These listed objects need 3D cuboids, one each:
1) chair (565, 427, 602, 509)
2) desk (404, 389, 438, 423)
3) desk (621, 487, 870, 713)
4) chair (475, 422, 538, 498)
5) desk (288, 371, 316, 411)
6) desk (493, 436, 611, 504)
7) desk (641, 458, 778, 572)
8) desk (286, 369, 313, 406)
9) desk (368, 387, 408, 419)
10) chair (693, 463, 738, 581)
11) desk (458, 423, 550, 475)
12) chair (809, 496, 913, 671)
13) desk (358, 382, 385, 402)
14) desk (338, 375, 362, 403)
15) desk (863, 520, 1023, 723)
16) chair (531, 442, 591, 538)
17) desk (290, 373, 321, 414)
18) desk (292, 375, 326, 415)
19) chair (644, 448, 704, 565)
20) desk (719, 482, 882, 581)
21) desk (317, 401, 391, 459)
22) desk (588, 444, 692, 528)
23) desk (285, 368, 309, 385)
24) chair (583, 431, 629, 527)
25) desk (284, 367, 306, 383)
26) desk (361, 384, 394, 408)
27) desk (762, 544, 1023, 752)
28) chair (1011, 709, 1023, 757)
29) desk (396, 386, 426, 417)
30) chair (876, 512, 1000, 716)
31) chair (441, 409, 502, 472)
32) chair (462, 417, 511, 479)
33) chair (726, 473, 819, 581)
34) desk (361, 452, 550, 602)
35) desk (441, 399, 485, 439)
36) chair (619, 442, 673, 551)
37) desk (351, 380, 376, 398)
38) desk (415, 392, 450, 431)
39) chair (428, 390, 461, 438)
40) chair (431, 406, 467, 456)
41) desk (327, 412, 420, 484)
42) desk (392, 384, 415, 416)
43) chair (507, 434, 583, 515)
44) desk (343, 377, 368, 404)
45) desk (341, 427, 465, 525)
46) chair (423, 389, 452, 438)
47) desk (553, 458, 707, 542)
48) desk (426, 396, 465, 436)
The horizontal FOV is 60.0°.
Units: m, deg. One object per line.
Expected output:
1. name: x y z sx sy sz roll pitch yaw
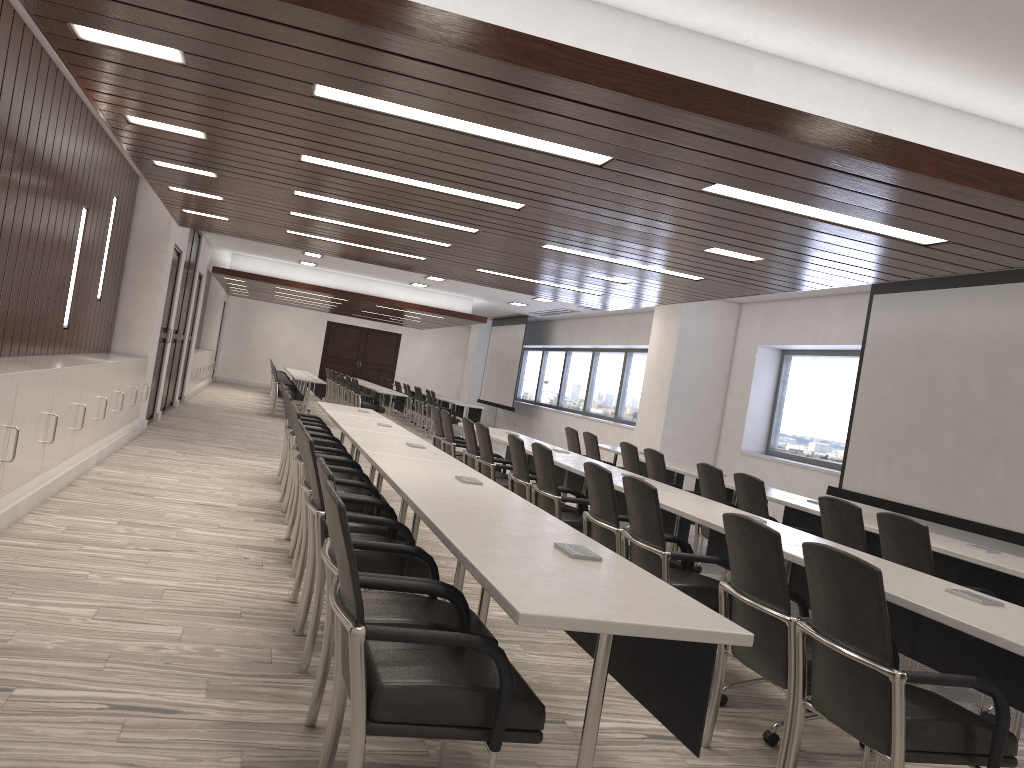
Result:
1. chair: 0.832 0.970 9.529 0.638 0.939 0.513 9 0 -16
2. desk: -2.284 0.569 22.026 0.577 0.795 1.509 9 0 -16
3. desk: 1.060 1.064 4.578 0.577 0.795 1.509 9 0 -16
4. chair: -0.039 0.818 7.150 0.638 0.939 0.513 9 0 -16
5. desk: -4.737 0.155 19.739 0.577 0.795 1.509 9 0 -16
6. desk: 0.240 0.938 7.511 0.577 0.795 1.509 9 0 -16
7. desk: 1.661 1.175 7.918 0.577 0.795 1.509 9 0 -16
8. desk: -5.146 0.092 21.204 0.577 0.795 1.509 9 0 -16
9. desk: -2.478 0.521 17.231 0.577 0.795 1.509 9 0 -16
10. chair: 1.652 1.096 6.603 0.638 0.939 0.513 9 0 -16
11. desk: -0.170 0.875 8.976 0.577 0.795 1.509 9 0 -16
12. chair: 2.066 1.160 5.140 0.638 0.939 0.513 9 0 -17
13. desk: -3.295 0.395 20.153 0.577 0.795 1.509 9 0 -16
14. desk: -4.525 0.207 24.551 0.577 0.795 1.509 9 0 -16
15. desk: 2.481 1.301 4.985 0.577 0.795 1.509 9 0 -16
16. chair: 0.386 0.883 5.695 0.638 0.939 0.513 9 0 -17
17. desk: -4.330 0.218 18.283 0.577 0.795 1.509 9 0 -16
18. desk: -3.920 0.281 16.818 0.577 0.795 1.509 9 0 -16
19. chair: 1.396 1.057 7.570 0.638 0.939 0.513 9 0 -16
20. desk: 2.071 1.238 6.450 0.577 0.795 1.509 9 0 -16
21. desk: -1.612 0.635 8.562 0.577 0.795 1.509 9 0 -16
22. desk: 1.251 1.112 9.384 0.577 0.795 1.509 9 0 -16
23. desk: -5.557 0.029 22.672 0.577 0.795 1.509 9 0 -16
24. chair: 0.987 0.994 9.032 0.638 0.939 0.513 9 0 -16
25. desk: -5.967 -0.034 24.138 0.577 0.795 1.509 9 0 -16
26. desk: -2.888 0.458 18.696 0.577 0.795 1.509 9 0 -16
27. desk: 1.467 1.126 3.121 0.577 0.795 1.509 9 0 -16
28. chair: 2.467 1.221 3.679 0.638 0.939 0.513 9 0 -17
29. desk: -2.694 0.506 23.493 0.577 0.795 1.509 9 0 -16
30. chair: 2.203 1.180 4.634 0.638 0.939 0.513 9 0 -16
31. chair: -0.442 0.756 8.621 0.638 0.939 0.513 9 0 -16
32. chair: -0.178 0.796 7.654 0.638 0.939 0.513 9 0 -16
33. chair: 1.806 1.120 6.101 0.638 0.939 0.513 9 0 -16
34. desk: -0.382 0.824 4.164 0.577 0.795 1.509 9 0 -16
35. desk: -1.057 0.758 17.639 0.577 0.795 1.509 9 0 -16
36. chair: 1.251 1.034 8.072 0.638 0.939 0.513 9 0 -15
37. desk: -3.705 0.333 21.618 0.577 0.795 1.509 9 0 -16
38. desk: -1.874 0.632 20.560 0.577 0.795 1.509 9 0 -16
39. chair: -1.337 0.637 17.284 0.638 0.939 0.513 9 0 -15
40. chair: -0.582 0.735 9.129 0.638 0.939 0.513 9 0 -17
41. desk: -1.202 0.698 7.097 0.577 0.795 1.509 9 0 -16
42. desk: -3.104 0.444 24.959 0.577 0.795 1.509 9 0 -16
43. chair: 0.225 0.858 6.200 0.638 0.939 0.513 9 0 -15
44. desk: -4.115 0.270 23.086 0.577 0.795 1.509 9 0 -16
45. desk: -0.792 0.761 5.629 0.577 0.795 1.509 9 0 -16
46. chair: -1.478 0.616 17.787 0.638 0.939 0.513 9 0 -16
47. desk: 0.650 1.001 6.043 0.577 0.795 1.509 9 0 -16
48. desk: -1.467 0.695 19.104 0.577 0.795 1.509 9 0 -16
